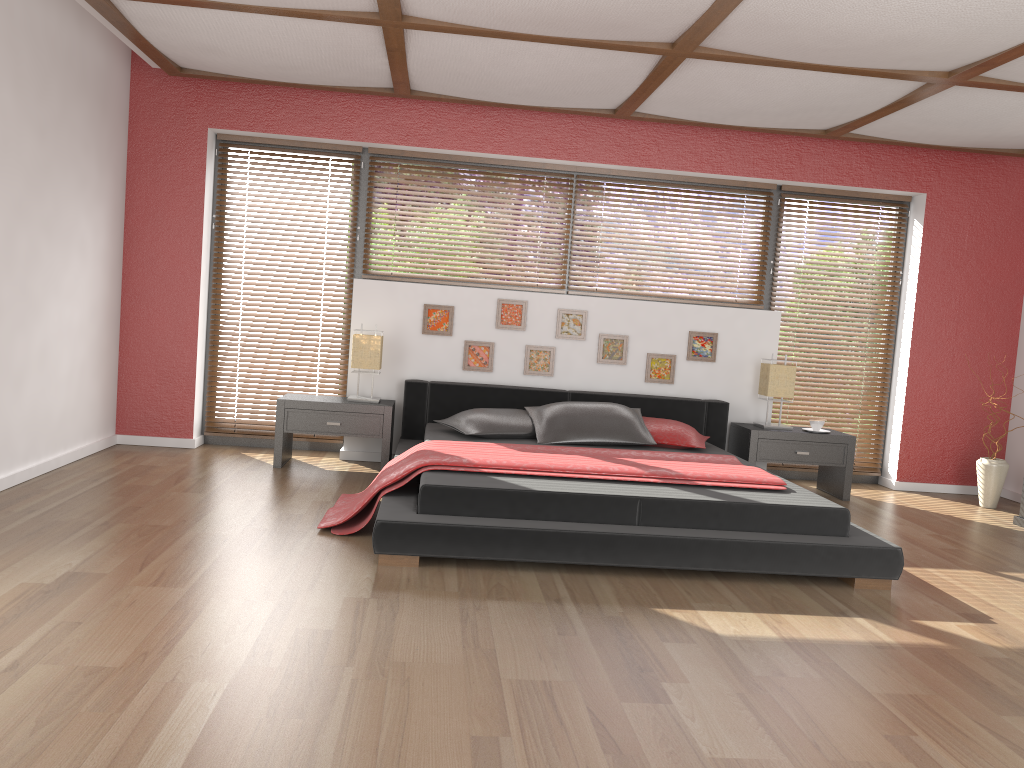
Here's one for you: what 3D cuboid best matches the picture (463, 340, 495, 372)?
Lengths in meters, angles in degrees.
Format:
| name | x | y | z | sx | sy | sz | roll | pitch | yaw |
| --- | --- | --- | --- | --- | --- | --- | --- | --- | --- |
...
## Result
| name | x | y | z | sx | sy | sz | roll | pitch | yaw |
| --- | --- | --- | --- | --- | --- | --- | --- | --- | --- |
| picture | -0.223 | -0.184 | 5.914 | 0.200 | 0.200 | 0.010 | 4 | 4 | -5 |

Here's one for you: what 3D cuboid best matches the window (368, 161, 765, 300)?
| name | x | y | z | sx | sy | sz | roll | pitch | yaw |
| --- | --- | --- | --- | --- | --- | --- | --- | --- | --- |
| window | 0.411 | -1.065 | 6.254 | 2.817 | 0.786 | 0.020 | 4 | 4 | -5 |

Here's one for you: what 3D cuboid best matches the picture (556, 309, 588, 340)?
| name | x | y | z | sx | sy | sz | roll | pitch | yaw |
| --- | --- | --- | --- | --- | --- | --- | --- | --- | --- |
| picture | 0.400 | -0.399 | 5.950 | 0.200 | 0.200 | 0.010 | 4 | 4 | -5 |

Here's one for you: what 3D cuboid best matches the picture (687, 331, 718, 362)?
| name | x | y | z | sx | sy | sz | roll | pitch | yaw |
| --- | --- | --- | --- | --- | --- | --- | --- | --- | --- |
| picture | 1.296 | -0.254 | 6.037 | 0.200 | 0.200 | 0.010 | 4 | 4 | -5 |

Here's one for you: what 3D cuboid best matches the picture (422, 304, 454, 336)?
| name | x | y | z | sx | sy | sz | roll | pitch | yaw |
| --- | --- | --- | --- | --- | --- | --- | --- | --- | --- |
| picture | -0.489 | -0.423 | 5.872 | 0.200 | 0.200 | 0.010 | 4 | 4 | -5 |

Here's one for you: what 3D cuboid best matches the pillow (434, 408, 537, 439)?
| name | x | y | z | sx | sy | sz | roll | pitch | yaw |
| --- | --- | --- | --- | --- | --- | --- | --- | --- | --- |
| pillow | -0.053 | 0.241 | 5.377 | 0.745 | 0.172 | 0.418 | 2 | 5 | -30 |

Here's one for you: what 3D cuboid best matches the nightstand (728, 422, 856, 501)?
| name | x | y | z | sx | sy | sz | roll | pitch | yaw |
| --- | --- | --- | --- | --- | --- | --- | --- | --- | --- |
| nightstand | 1.843 | 0.511 | 5.898 | 0.700 | 0.423 | 0.413 | 4 | 4 | -5 |

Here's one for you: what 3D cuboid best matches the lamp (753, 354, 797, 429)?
| name | x | y | z | sx | sy | sz | roll | pitch | yaw |
| --- | --- | --- | --- | --- | --- | --- | --- | --- | --- |
| lamp | 1.756 | 0.041 | 5.894 | 0.200 | 0.480 | 0.200 | 4 | 4 | -5 |

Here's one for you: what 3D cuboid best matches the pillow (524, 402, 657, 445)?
| name | x | y | z | sx | sy | sz | roll | pitch | yaw |
| --- | --- | --- | --- | --- | --- | --- | --- | --- | --- |
| pillow | 0.468 | 0.231 | 5.334 | 0.744 | 0.241 | 0.386 | 4 | 4 | -10 |

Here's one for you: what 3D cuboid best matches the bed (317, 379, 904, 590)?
| name | x | y | z | sx | sy | sz | roll | pitch | yaw |
| --- | --- | --- | --- | --- | --- | --- | --- | --- | --- |
| bed | 0.312 | 0.403 | 4.752 | 2.469 | 0.577 | 2.413 | 4 | 4 | -5 |

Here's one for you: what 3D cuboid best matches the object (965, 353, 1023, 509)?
| name | x | y | z | sx | sy | sz | roll | pitch | yaw |
| --- | --- | --- | --- | --- | --- | --- | --- | --- | --- |
| object | 3.153 | 0.302 | 5.872 | 0.422 | 1.035 | 0.364 | 2 | 5 | -30 |

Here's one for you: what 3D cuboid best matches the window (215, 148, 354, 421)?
| name | x | y | z | sx | sy | sz | roll | pitch | yaw |
| --- | --- | --- | --- | --- | --- | --- | --- | --- | --- |
| window | -1.569 | -0.657 | 6.118 | 0.889 | 1.893 | 0.020 | 4 | 4 | -5 |

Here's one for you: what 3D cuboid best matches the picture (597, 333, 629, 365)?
| name | x | y | z | sx | sy | sz | roll | pitch | yaw |
| --- | --- | --- | --- | --- | --- | --- | --- | --- | --- |
| picture | 0.681 | -0.234 | 5.987 | 0.200 | 0.200 | 0.010 | 4 | 4 | -5 |

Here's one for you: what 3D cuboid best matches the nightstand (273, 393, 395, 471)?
| name | x | y | z | sx | sy | sz | roll | pitch | yaw |
| --- | --- | --- | --- | --- | --- | --- | --- | --- | --- |
| nightstand | -1.114 | 0.310 | 5.630 | 0.700 | 0.423 | 0.413 | 4 | 4 | -5 |

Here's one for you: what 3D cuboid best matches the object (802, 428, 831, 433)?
| name | x | y | z | sx | sy | sz | roll | pitch | yaw |
| --- | --- | --- | --- | --- | --- | --- | --- | --- | --- |
| object | 2.003 | 0.308 | 5.840 | 0.179 | 0.012 | 0.179 | 6 | 4 | 20 |

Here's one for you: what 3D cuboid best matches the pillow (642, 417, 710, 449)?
| name | x | y | z | sx | sy | sz | roll | pitch | yaw |
| --- | --- | --- | --- | --- | --- | --- | --- | --- | --- |
| pillow | 0.849 | 0.298 | 5.513 | 0.745 | 0.172 | 0.418 | 5 | 4 | 14 |

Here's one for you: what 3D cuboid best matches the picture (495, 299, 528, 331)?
| name | x | y | z | sx | sy | sz | roll | pitch | yaw |
| --- | --- | --- | --- | --- | --- | --- | --- | --- | --- |
| picture | -0.003 | -0.462 | 5.910 | 0.200 | 0.200 | 0.010 | 4 | 4 | -5 |

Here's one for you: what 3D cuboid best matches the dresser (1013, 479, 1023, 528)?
| name | x | y | z | sx | sy | sz | roll | pitch | yaw |
| --- | --- | --- | --- | --- | --- | --- | --- | --- | --- |
| dresser | 3.407 | 0.634 | 4.527 | 0.540 | 0.608 | 1.740 | 4 | 4 | -5 |

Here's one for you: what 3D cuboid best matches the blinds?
| name | x | y | z | sx | sy | sz | roll | pitch | yaw |
| --- | --- | --- | --- | --- | --- | --- | --- | --- | --- |
| blinds | 0.371 | -0.484 | 6.228 | 4.840 | 1.952 | 0.032 | 4 | 4 | -5 |

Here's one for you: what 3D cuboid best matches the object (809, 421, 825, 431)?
| name | x | y | z | sx | sy | sz | roll | pitch | yaw |
| --- | --- | --- | --- | --- | --- | --- | --- | --- | --- |
| object | 2.005 | 0.276 | 5.837 | 0.099 | 0.069 | 0.099 | 6 | 4 | 20 |

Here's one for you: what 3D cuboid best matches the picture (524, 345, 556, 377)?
| name | x | y | z | sx | sy | sz | roll | pitch | yaw |
| --- | --- | --- | --- | --- | --- | --- | --- | --- | --- |
| picture | 0.185 | -0.156 | 5.951 | 0.200 | 0.200 | 0.010 | 4 | 4 | -5 |

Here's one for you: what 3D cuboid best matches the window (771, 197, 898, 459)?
| name | x | y | z | sx | sy | sz | roll | pitch | yaw |
| --- | --- | --- | --- | --- | --- | --- | --- | --- | --- |
| window | 2.307 | -0.394 | 6.469 | 0.889 | 1.893 | 0.020 | 4 | 4 | -5 |

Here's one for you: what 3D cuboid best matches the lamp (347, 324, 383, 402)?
| name | x | y | z | sx | sy | sz | roll | pitch | yaw |
| --- | --- | --- | --- | --- | --- | --- | --- | --- | --- |
| lamp | -0.925 | -0.141 | 5.651 | 0.200 | 0.480 | 0.200 | 4 | 4 | -5 |

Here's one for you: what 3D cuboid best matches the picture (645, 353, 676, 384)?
| name | x | y | z | sx | sy | sz | roll | pitch | yaw |
| --- | --- | --- | --- | --- | --- | --- | --- | --- | --- |
| picture | 1.009 | -0.104 | 6.025 | 0.200 | 0.200 | 0.010 | 4 | 4 | -5 |
